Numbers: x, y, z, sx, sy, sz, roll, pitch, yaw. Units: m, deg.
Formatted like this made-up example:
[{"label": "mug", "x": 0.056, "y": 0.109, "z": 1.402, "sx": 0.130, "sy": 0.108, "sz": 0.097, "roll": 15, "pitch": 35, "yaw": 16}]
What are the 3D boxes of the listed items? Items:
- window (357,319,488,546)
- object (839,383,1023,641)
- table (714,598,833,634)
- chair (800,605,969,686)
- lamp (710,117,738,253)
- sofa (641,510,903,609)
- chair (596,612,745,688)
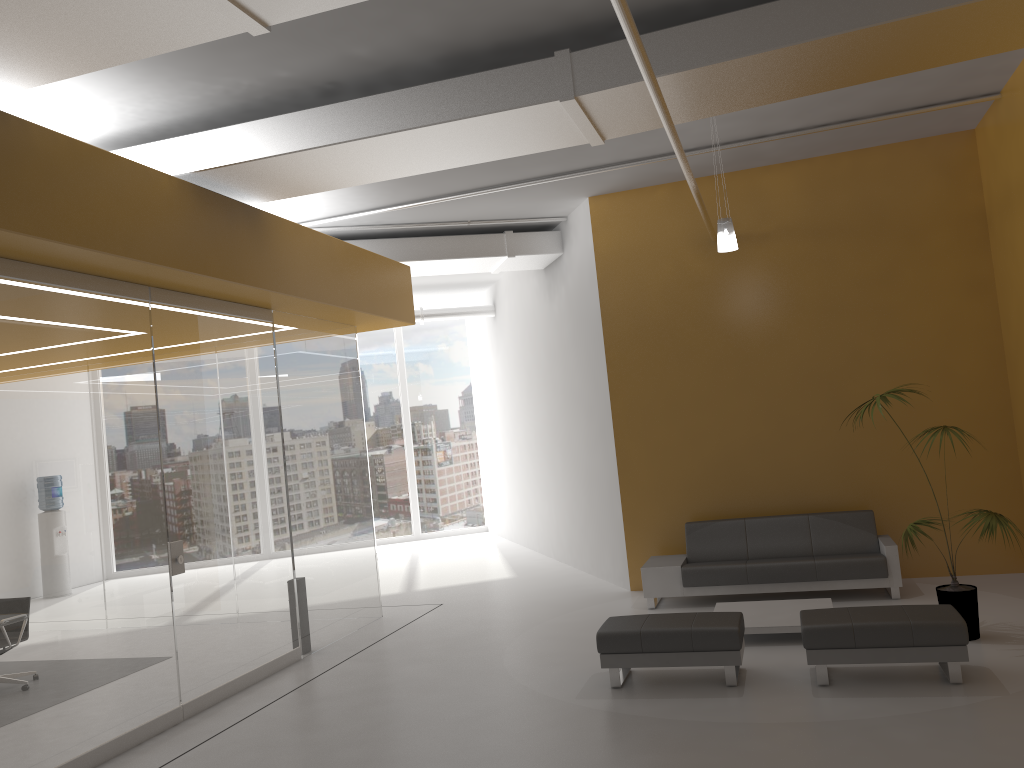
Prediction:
[{"label": "window", "x": -3.461, "y": 0.966, "z": 17.264, "sx": 8.533, "sy": 4.498, "sz": 0.100, "roll": -5, "pitch": -3, "yaw": -13}, {"label": "object", "x": 3.222, "y": 0.964, "z": 6.798, "sx": 0.912, "sy": 1.956, "sz": 1.222, "roll": -4, "pitch": -4, "yaw": -33}, {"label": "table", "x": 2.219, "y": 2.018, "z": 7.534, "sx": 1.000, "sy": 0.150, "sz": 1.000, "roll": -7, "pitch": -3, "yaw": 17}, {"label": "chair", "x": 2.506, "y": 1.764, "z": 6.023, "sx": 1.012, "sy": 0.423, "sz": 0.575, "roll": -7, "pitch": -3, "yaw": 17}, {"label": "lamp", "x": 1.811, "y": -1.769, "z": 7.722, "sx": 0.174, "sy": 1.227, "sz": 0.174, "roll": -4, "pitch": -4, "yaw": -32}, {"label": "sofa", "x": 2.542, "y": 1.756, "z": 8.891, "sx": 2.400, "sy": 0.761, "sz": 0.860, "roll": -7, "pitch": -3, "yaw": 17}, {"label": "chair", "x": 1.173, "y": 1.923, "z": 6.447, "sx": 1.012, "sy": 0.423, "sz": 0.575, "roll": -7, "pitch": -3, "yaw": 17}]
